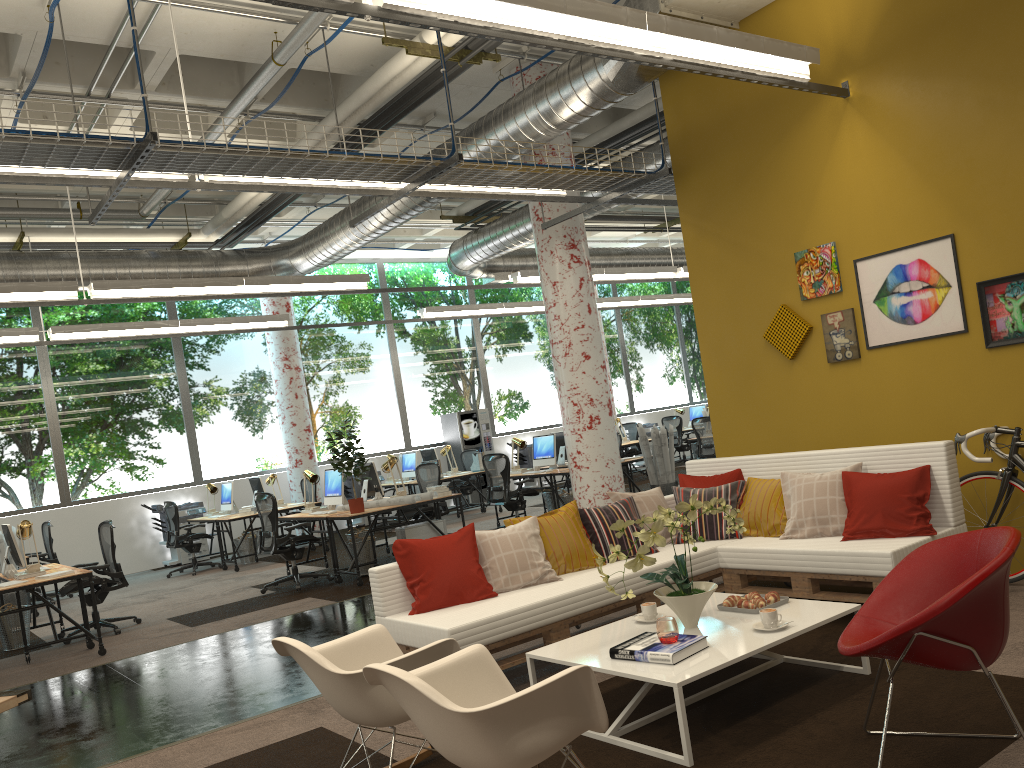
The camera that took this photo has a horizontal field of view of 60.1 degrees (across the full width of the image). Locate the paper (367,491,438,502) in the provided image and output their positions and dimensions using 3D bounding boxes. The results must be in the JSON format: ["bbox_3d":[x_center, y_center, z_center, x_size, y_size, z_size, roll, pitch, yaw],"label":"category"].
[{"bbox_3d":[-1.345,1.283,9.711,1.137,0.082,0.082,-10,-1,18],"label":"paper"}]

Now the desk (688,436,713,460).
[{"bbox_3d":[4.080,1.090,14.323,1.396,0.724,1.949,-7,-3,-36],"label":"desk"}]

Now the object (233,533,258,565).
[{"bbox_3d":[-3.861,2.394,12.910,0.352,0.435,0.360,-8,-1,-40],"label":"object"}]

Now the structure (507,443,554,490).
[{"bbox_3d":[0.478,1.666,18.453,1.054,1.058,0.505,-8,-1,-36],"label":"structure"}]

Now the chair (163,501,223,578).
[{"bbox_3d":[-4.670,2.186,12.799,0.773,1.086,0.789,-9,-1,37],"label":"chair"}]

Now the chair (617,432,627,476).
[{"bbox_3d":[1.331,1.268,12.875,0.773,1.086,0.789,-9,-1,37],"label":"chair"}]

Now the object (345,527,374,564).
[{"bbox_3d":[-1.842,1.968,10.867,0.352,0.435,0.360,-8,-1,-40],"label":"object"}]

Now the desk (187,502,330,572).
[{"bbox_3d":[-3.813,2.252,13.199,1.396,0.724,1.949,-7,-3,-36],"label":"desk"}]

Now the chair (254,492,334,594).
[{"bbox_3d":[-2.471,1.687,9.752,0.773,1.086,0.789,-9,-1,37],"label":"chair"}]

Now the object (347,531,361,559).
[{"bbox_3d":[-1.905,1.990,10.825,0.119,0.403,0.236,-9,0,-36],"label":"object"}]

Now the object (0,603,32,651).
[{"bbox_3d":[-4.845,2.349,8.609,0.352,0.435,0.360,-8,-1,-40],"label":"object"}]

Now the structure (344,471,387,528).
[{"bbox_3d":[-2.701,2.047,16.102,1.054,1.058,0.505,-8,-1,-36],"label":"structure"}]

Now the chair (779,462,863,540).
[{"bbox_3d":[1.916,0.735,5.489,0.528,0.428,0.310,-10,-1,32],"label":"chair"}]

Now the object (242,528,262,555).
[{"bbox_3d":[-4.040,2.467,13.914,0.352,0.435,0.360,-8,-1,-40],"label":"object"}]

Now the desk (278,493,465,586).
[{"bbox_3d":[-1.614,1.753,10.152,1.396,0.724,1.949,-7,-3,-36],"label":"desk"}]

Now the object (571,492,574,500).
[{"bbox_3d":[0.868,1.631,11.808,0.119,0.403,0.236,-9,0,-36],"label":"object"}]

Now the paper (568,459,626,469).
[{"bbox_3d":[1.088,1.029,11.435,0.623,0.061,0.570,-7,-3,-39],"label":"paper"}]

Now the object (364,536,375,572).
[{"bbox_3d":[-1.595,1.900,9.905,0.119,0.403,0.236,-9,0,-36],"label":"object"}]

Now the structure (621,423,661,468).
[{"bbox_3d":[3.068,1.355,20.369,1.054,1.058,0.505,-8,-1,-36],"label":"structure"}]

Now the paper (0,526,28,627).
[{"bbox_3d":[-5.801,2.181,10.199,0.442,1.198,0.411,-9,0,32],"label":"paper"}]

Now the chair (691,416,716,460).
[{"bbox_3d":[3.223,1.025,13.923,0.773,1.086,0.789,-9,-1,37],"label":"chair"}]

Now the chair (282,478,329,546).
[{"bbox_3d":[-3.330,2.036,14.020,0.773,1.086,0.789,-9,-1,37],"label":"chair"}]

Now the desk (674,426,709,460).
[{"bbox_3d":[4.448,1.261,19.309,1.396,0.724,1.949,-7,-3,-36],"label":"desk"}]

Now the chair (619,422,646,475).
[{"bbox_3d":[2.340,1.355,18.214,0.773,1.086,0.789,-9,-1,37],"label":"chair"}]

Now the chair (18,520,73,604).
[{"bbox_3d":[-6.348,2.398,11.788,0.773,1.086,0.789,-9,-1,37],"label":"chair"}]

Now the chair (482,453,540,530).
[{"bbox_3d":[-0.008,1.418,11.655,0.773,1.086,0.789,-9,-1,37],"label":"chair"}]

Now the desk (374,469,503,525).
[{"bbox_3d":[-1.321,1.953,15.042,1.396,0.724,1.949,-7,-3,-36],"label":"desk"}]

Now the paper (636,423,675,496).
[{"bbox_3d":[1.878,1.051,11.287,0.442,1.198,0.411,-9,0,32],"label":"paper"}]

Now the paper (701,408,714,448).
[{"bbox_3d":[3.624,0.979,15.595,0.442,1.198,0.411,-9,0,32],"label":"paper"}]

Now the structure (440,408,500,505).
[{"bbox_3d":[-0.809,1.441,17.538,0.747,1.811,0.640,-9,0,-36],"label":"structure"}]

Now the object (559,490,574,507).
[{"bbox_3d":[0.800,1.625,11.765,0.352,0.435,0.360,-8,-1,-40],"label":"object"}]

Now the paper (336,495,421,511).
[{"bbox_3d":[-1.478,1.299,9.613,1.138,0.082,0.082,-10,-2,28],"label":"paper"}]

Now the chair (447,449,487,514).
[{"bbox_3d":[-0.839,1.737,15.863,0.773,1.086,0.789,-9,-1,37],"label":"chair"}]

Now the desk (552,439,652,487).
[{"bbox_3d":[1.858,1.571,17.393,1.396,0.724,1.949,-7,-3,-36],"label":"desk"}]

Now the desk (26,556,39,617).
[{"bbox_3d":[-6.831,2.614,10.967,1.396,0.724,1.949,-7,-3,-36],"label":"desk"}]

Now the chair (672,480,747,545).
[{"bbox_3d":[1.336,0.879,6.016,0.518,0.392,0.357,-9,-1,23],"label":"chair"}]

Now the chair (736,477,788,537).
[{"bbox_3d":[1.691,0.816,5.825,0.365,0.381,0.523,-8,-2,-40],"label":"chair"}]

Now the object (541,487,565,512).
[{"bbox_3d":[0.621,1.699,12.770,0.352,0.435,0.360,-8,-1,-40],"label":"object"}]

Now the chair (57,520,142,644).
[{"bbox_3d":[-4.135,1.918,8.714,0.773,1.086,0.789,-9,-1,37],"label":"chair"}]

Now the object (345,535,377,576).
[{"bbox_3d":[-1.663,1.895,9.863,0.352,0.435,0.360,-8,-1,-40],"label":"object"}]

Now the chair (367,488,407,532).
[{"bbox_3d":[-2.178,1.887,14.642,0.773,1.086,0.789,-9,-1,37],"label":"chair"}]

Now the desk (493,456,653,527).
[{"bbox_3d":[0.849,1.483,12.055,1.396,0.724,1.949,-7,-3,-36],"label":"desk"}]

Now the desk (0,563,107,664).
[{"bbox_3d":[-4.618,2.134,7.894,1.396,0.724,1.949,-7,-3,-36],"label":"desk"}]

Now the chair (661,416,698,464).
[{"bbox_3d":[3.591,1.195,18.909,0.773,1.086,0.789,-9,-1,37],"label":"chair"}]

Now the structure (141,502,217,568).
[{"bbox_3d":[-5.282,2.357,14.189,1.054,1.058,0.505,-8,-1,-36],"label":"structure"}]

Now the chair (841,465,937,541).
[{"bbox_3d":[2.181,0.699,5.153,0.521,0.395,0.333,-10,-1,31],"label":"chair"}]

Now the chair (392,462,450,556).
[{"bbox_3d":[-1.131,1.537,10.973,0.773,1.086,0.789,-9,-1,37],"label":"chair"}]

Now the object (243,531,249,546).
[{"bbox_3d":[-4.104,2.488,13.872,0.119,0.403,0.236,-9,0,-36],"label":"object"}]

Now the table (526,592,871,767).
[{"bbox_3d":[0.879,1.324,4.199,1.258,0.330,0.989,-7,-3,-36],"label":"table"}]

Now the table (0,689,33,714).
[{"bbox_3d":[-1.999,1.490,2.880,0.627,0.759,0.615,-9,-1,14],"label":"table"}]

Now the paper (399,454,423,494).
[{"bbox_3d":[-1.777,1.841,16.315,0.442,1.198,0.411,-9,0,32],"label":"paper"}]

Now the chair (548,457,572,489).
[{"bbox_3d":[1.001,1.506,16.993,0.773,1.086,0.789,-9,-1,37],"label":"chair"}]

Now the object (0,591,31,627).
[{"bbox_3d":[-5.716,2.585,10.194,0.353,0.398,0.353,-9,-1,9],"label":"object"}]

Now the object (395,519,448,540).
[{"bbox_3d":[-0.984,1.786,9.911,0.539,0.455,0.222,-8,-1,-36],"label":"object"}]
